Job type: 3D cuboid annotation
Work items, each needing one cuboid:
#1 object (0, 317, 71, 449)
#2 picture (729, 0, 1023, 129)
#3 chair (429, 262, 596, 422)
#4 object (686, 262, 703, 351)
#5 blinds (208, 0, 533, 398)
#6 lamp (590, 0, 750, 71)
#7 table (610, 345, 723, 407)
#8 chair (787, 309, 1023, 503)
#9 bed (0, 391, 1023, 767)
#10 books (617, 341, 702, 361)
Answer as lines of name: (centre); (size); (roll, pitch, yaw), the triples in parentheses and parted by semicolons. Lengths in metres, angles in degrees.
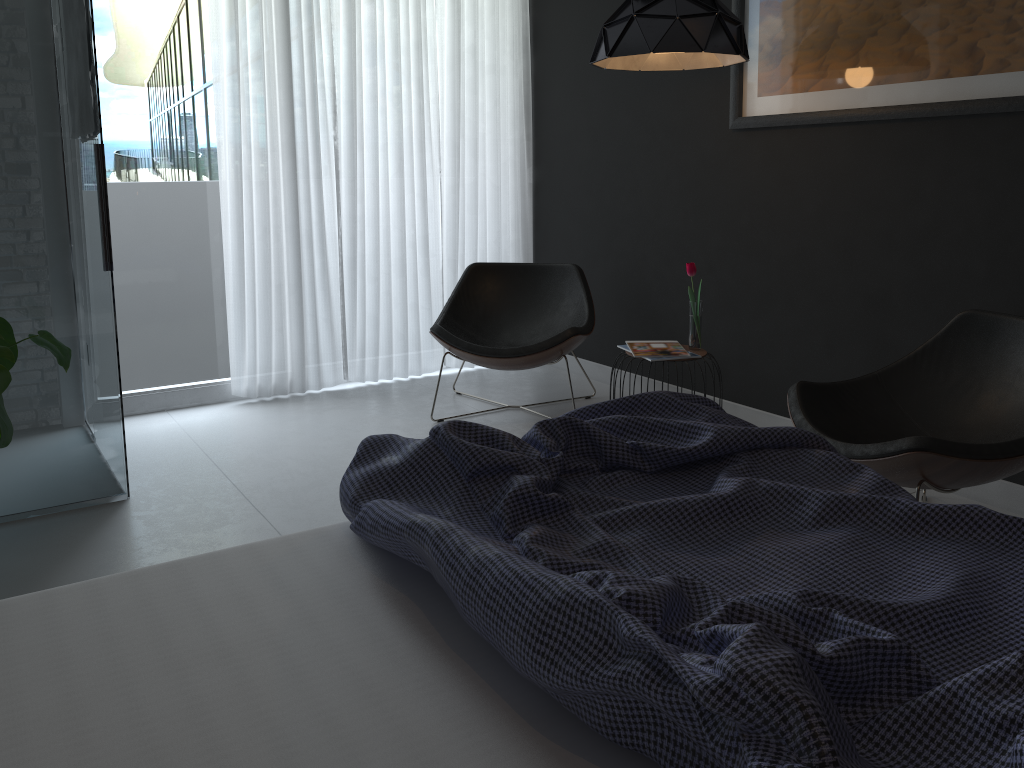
object: (-1.659, 0.106, 2.297); (0.852, 1.035, 1.004); (-3, 11, -13)
picture: (1.481, -1.287, 3.032); (0.041, 0.712, 1.970); (-6, 14, -31)
chair: (0.013, -0.222, 4.344); (0.789, 0.682, 0.826); (2, 12, 10)
object: (0.736, -0.311, 3.562); (0.066, 0.351, 0.077); (-1, 9, 0)
blinds: (-0.660, -1.347, 4.785); (1.861, 2.663, 0.138); (-7, 11, -32)
lamp: (0.597, -1.674, 3.322); (0.583, 0.891, 0.616); (-3, 11, -14)
table: (0.625, 0.080, 3.602); (0.453, 0.430, 0.455); (7, 14, 35)
chair: (1.303, 0.162, 2.695); (0.814, 0.682, 0.801); (-3, 12, -11)
bed: (-0.216, -0.107, 1.029); (2.620, 2.016, 2.585); (-8, 14, -31)
books: (-1.749, 0.810, 0.479); (0.407, 0.367, 8.327); (8, 16, 36)
